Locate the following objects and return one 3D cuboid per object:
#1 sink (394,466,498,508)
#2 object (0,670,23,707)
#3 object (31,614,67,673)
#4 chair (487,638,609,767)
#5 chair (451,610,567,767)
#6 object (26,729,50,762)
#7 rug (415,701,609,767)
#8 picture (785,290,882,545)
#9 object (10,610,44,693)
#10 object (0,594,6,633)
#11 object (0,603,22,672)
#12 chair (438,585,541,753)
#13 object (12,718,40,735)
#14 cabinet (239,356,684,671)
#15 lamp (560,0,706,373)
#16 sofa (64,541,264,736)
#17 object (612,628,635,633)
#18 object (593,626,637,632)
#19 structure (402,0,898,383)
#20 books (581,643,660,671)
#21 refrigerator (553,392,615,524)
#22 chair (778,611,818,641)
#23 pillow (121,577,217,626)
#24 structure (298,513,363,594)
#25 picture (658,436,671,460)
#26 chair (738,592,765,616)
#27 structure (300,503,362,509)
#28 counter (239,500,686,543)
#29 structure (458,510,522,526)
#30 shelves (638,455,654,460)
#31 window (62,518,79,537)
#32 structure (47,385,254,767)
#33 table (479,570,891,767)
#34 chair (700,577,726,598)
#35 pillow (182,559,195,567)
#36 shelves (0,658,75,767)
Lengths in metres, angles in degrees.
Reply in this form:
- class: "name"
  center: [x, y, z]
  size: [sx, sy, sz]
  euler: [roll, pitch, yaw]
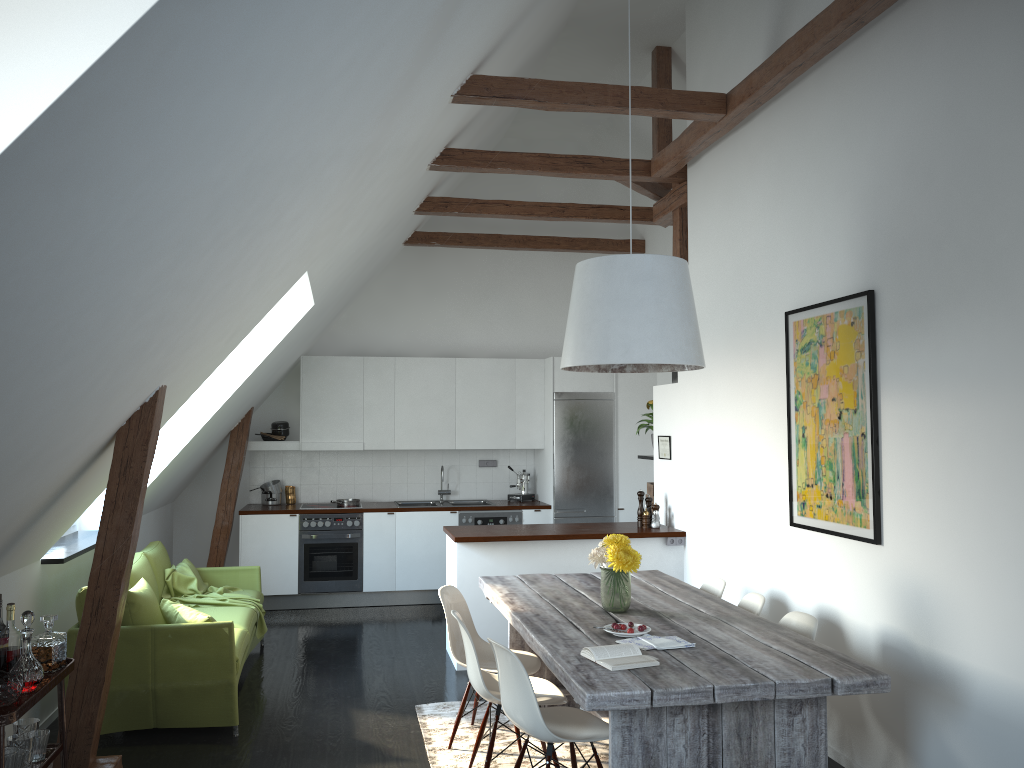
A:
- class: "sink"
  center: [-0.670, 1.078, 8.808]
  size: [0.963, 0.519, 0.671]
  euler: [0, -3, -11]
- class: "object"
  center: [-1.810, 1.065, 3.087]
  size: [0.245, 0.092, 0.151]
  euler: [-1, -3, 18]
- class: "object"
  center: [-1.841, 1.027, 3.522]
  size: [0.101, 0.211, 0.101]
  euler: [0, -3, 4]
- class: "chair"
  center: [0.169, 1.448, 3.685]
  size: [0.542, 0.801, 0.465]
  euler: [1, -3, -25]
- class: "chair"
  center: [-0.017, 1.472, 4.178]
  size: [0.542, 0.801, 0.465]
  euler: [0, -3, -10]
- class: "object"
  center: [-1.820, 1.385, 3.392]
  size: [0.092, 0.099, 0.092]
  euler: [2, -3, -33]
- class: "rug"
  center: [0.596, 1.865, 4.181]
  size: [1.898, 0.022, 2.677]
  euler: [0, -3, -11]
- class: "picture"
  center: [1.608, 0.170, 4.505]
  size: [0.036, 1.181, 0.808]
  euler: [0, -3, -11]
- class: "object"
  center: [-1.769, 0.973, 3.234]
  size: [0.114, 0.292, 0.114]
  euler: [2, -4, -39]
- class: "object"
  center: [-1.944, 0.960, 3.350]
  size: [0.080, 0.329, 0.080]
  euler: [1, -3, -20]
- class: "object"
  center: [-1.869, 0.971, 3.301]
  size: [0.081, 0.307, 0.081]
  euler: [0, -3, -5]
- class: "chair"
  center: [-0.122, 1.501, 4.746]
  size: [0.542, 0.801, 0.465]
  euler: [-1, -3, 15]
- class: "object"
  center: [-1.901, 1.378, 3.467]
  size: [0.095, 0.119, 0.095]
  euler: [-3, -4, 41]
- class: "cabinet"
  center: [-0.266, 0.873, 7.719]
  size: [4.208, 2.369, 3.033]
  euler: [0, -3, -11]
- class: "lamp"
  center: [0.599, -1.477, 4.387]
  size: [0.697, 2.813, 0.757]
  euler: [-2, -4, 39]
- class: "sofa"
  center: [-2.140, 1.543, 5.764]
  size: [0.898, 0.825, 2.093]
  euler: [1, -3, -12]
- class: "object"
  center: [0.477, 1.053, 3.793]
  size: [0.110, 0.011, 0.058]
  euler: [0, -3, -7]
- class: "object"
  center: [0.440, 1.046, 3.781]
  size: [0.194, 0.022, 0.019]
  euler: [0, -3, 5]
- class: "structure"
  center: [3.516, -2.020, 1.678]
  size: [10.230, 3.562, 15.910]
  euler: [0, -3, -5]
- class: "books"
  center: [0.407, 1.028, 3.369]
  size: [0.202, 0.042, 0.251]
  euler: [1, -3, -23]
- class: "refrigerator"
  center: [0.706, 1.014, 8.662]
  size: [0.609, 1.868, 0.031]
  euler: [0, -3, -11]
- class: "chair"
  center: [1.115, 1.464, 4.035]
  size: [0.542, 0.801, 0.465]
  euler: [1, -3, -15]
- class: "pillow"
  center: [-1.897, 1.312, 5.038]
  size: [0.600, 0.387, 0.475]
  euler: [1, -3, -14]
- class: "structure"
  center: [-1.734, 1.584, 8.519]
  size: [0.583, 0.725, 0.749]
  euler: [0, -3, -11]
- class: "picture"
  center: [1.176, 0.489, 6.823]
  size: [0.023, 0.182, 0.250]
  euler: [0, -3, -11]
- class: "chair"
  center: [1.026, 1.490, 4.562]
  size: [0.542, 0.801, 0.465]
  euler: [0, -3, -5]
- class: "structure"
  center: [-1.735, 1.192, 8.524]
  size: [0.574, 0.041, 0.504]
  euler: [0, -3, -11]
- class: "counter"
  center: [-0.685, 1.147, 7.600]
  size: [3.365, 0.038, 3.085]
  euler: [0, -3, -11]
- class: "structure"
  center: [-0.249, 1.587, 8.716]
  size: [0.612, 0.725, 0.582]
  euler: [0, -3, -11]
- class: "shelves"
  center: [1.420, 0.869, 7.316]
  size: [0.660, 0.553, 0.408]
  euler: [0, -3, -11]
- class: "window"
  center: [0.561, -1.263, 2.939]
  size: [5.959, 4.249, 8.018]
  euler: [0, -3, -11]
- class: "structure"
  center: [-1.778, 0.811, 2.231]
  size: [1.023, 1.963, 12.350]
  euler: [0, -3, -11]
- class: "table"
  center: [0.579, 1.480, 4.216]
  size: [1.141, 0.788, 2.421]
  euler: [0, -3, -11]
- class: "chair"
  center: [0.938, 1.513, 5.027]
  size: [0.542, 0.801, 0.465]
  euler: [0, -3, -10]
- class: "pillow"
  center: [-2.375, 1.445, 6.496]
  size: [0.210, 0.275, 0.462]
  euler: [1, -3, -13]
- class: "shelves"
  center: [-1.896, 1.462, 3.208]
  size: [0.438, 0.732, 0.803]
  euler: [1, -3, -15]
